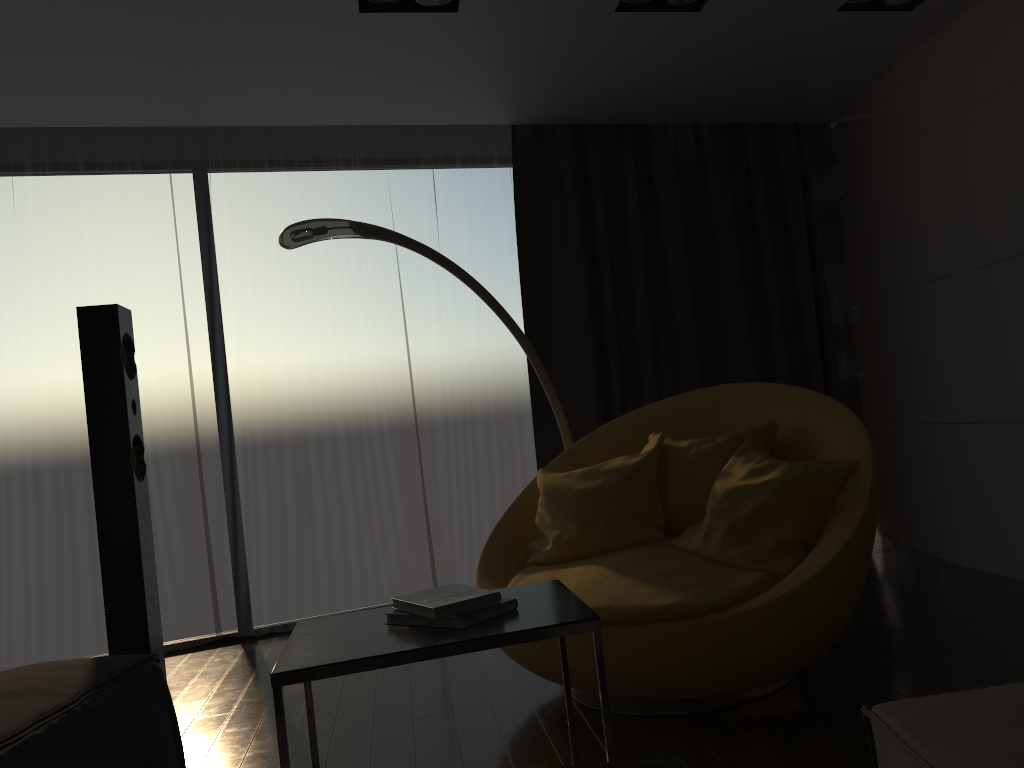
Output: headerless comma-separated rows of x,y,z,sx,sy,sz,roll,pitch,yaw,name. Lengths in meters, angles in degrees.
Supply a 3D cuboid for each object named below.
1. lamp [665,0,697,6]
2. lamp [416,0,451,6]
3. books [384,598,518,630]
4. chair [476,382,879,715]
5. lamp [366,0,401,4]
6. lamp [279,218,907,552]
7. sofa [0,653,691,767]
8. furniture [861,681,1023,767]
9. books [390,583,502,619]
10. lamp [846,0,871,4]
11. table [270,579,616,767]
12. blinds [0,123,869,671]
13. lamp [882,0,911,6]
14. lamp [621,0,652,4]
0.673,-1.536,3.431,0.177,0.077,0.177,-7,-2,1,lamp
-0.284,-1.435,3.198,0.177,0.077,0.177,-7,-2,1,lamp
-0.127,0.476,1.843,0.219,0.023,0.171,-9,-3,38,books
0.564,0.521,3.126,1.199,1.005,1.435,-4,-3,-44,chair
-0.463,-1.416,3.154,0.182,0.077,0.171,-6,-2,-16,lamp
1.021,0.135,4.481,4.455,1.779,0.552,-5,-3,-33,lamp
0.458,0.563,0.278,2.749,0.704,2.474,-7,-2,-1,sofa
1.142,0.648,1.087,1.099,0.440,1.093,-7,-2,-1,furniture
-0.140,0.455,1.853,0.163,0.022,0.194,-5,-3,-34,books
1.452,-1.619,3.621,0.175,0.077,0.179,-7,-2,8,lamp
-0.125,0.770,1.824,0.615,0.563,0.440,-6,-2,-12,table
-1.578,-0.121,4.318,7.767,2.893,0.721,-6,-2,-20,blinds
1.631,-1.638,3.665,0.177,0.077,0.177,-7,-2,1,lamp
0.494,-1.518,3.387,0.175,0.077,0.179,-7,-2,8,lamp
